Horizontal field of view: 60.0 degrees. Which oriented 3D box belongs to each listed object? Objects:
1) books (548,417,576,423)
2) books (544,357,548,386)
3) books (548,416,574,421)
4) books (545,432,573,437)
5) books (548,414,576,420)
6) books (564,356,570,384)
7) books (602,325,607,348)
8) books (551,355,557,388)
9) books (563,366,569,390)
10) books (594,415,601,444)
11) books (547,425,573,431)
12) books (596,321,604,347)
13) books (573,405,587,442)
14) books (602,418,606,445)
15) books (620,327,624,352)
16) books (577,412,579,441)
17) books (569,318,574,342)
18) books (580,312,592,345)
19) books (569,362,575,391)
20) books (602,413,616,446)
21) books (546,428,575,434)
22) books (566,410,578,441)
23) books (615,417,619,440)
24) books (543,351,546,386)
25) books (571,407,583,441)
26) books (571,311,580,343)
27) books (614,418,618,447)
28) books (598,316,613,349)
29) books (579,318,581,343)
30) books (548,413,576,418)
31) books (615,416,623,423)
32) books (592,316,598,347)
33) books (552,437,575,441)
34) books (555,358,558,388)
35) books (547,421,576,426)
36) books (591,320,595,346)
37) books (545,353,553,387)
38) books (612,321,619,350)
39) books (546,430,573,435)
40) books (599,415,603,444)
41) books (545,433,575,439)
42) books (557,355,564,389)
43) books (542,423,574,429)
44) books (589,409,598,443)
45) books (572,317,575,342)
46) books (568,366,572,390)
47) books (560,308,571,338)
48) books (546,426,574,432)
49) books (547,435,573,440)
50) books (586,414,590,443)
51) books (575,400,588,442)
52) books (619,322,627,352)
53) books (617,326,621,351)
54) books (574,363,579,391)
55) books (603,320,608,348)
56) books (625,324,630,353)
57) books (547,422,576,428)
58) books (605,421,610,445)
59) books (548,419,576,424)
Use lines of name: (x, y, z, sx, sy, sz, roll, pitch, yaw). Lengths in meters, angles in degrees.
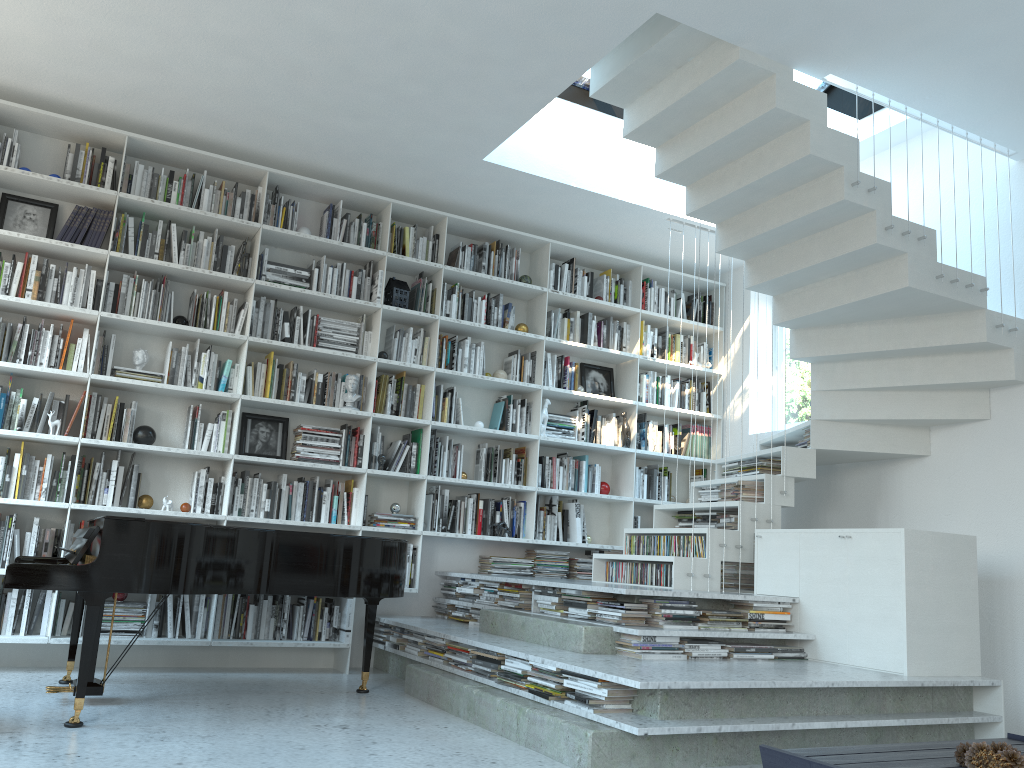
books: (0.317, 0.278, 6.671, 0.285, 0.012, 0.160, 9, -13, -25)
books: (0.218, -0.065, 6.664, 0.011, 0.247, 0.156, 9, -12, -27)
books: (0.318, 0.266, 6.673, 0.254, 0.012, 0.161, 9, -13, -25)
books: (0.310, 0.384, 6.645, 0.254, 0.012, 0.161, 8, -12, -23)
books: (0.319, 0.255, 6.676, 0.285, 0.012, 0.159, 10, -13, -28)
books: (0.382, -0.057, 6.745, 0.014, 0.284, 0.176, 9, -12, -27)
books: (0.679, -0.338, 6.941, 0.031, 0.217, 0.165, 9, -12, -27)
books: (0.285, -0.070, 6.714, 0.012, 0.284, 0.159, 9, -12, -27)
books: (0.372, -0.022, 6.722, 0.013, 0.206, 0.190, 9, -12, -27)
books: (0.627, 0.370, 6.817, 0.031, 0.242, 0.147, 9, -12, -27)
books: (0.310, 0.338, 6.663, 0.254, 0.012, 0.161, 9, -13, -27)
books: (0.651, -0.355, 6.921, 0.014, 0.239, 0.189, 9, -12, -27)
books: (0.510, 0.319, 6.743, 0.011, 0.299, 0.184, 9, -12, -27)
books: (0.673, 0.385, 6.858, 0.028, 0.234, 0.129, 9, -12, -27)
books: (0.828, -0.319, 7.033, 0.022, 0.233, 0.158, 9, -12, -27)
books: (0.459, 0.344, 6.751, 0.023, 0.246, 0.138, 9, -12, -27)
books: (0.415, -0.383, 6.819, 0.030, 0.224, 0.158, 9, -12, -27)
books: (0.533, -0.395, 6.828, 0.032, 0.265, 0.246, 9, -12, -27)
books: (0.424, -0.034, 6.768, 0.021, 0.253, 0.167, 9, -12, -27)
books: (0.733, 0.371, 6.857, 0.021, 0.270, 0.192, 9, -12, -27)
books: (0.310, 0.361, 6.654, 0.285, 0.012, 0.159, 10, -13, -28)
books: (0.452, 0.335, 6.728, 0.012, 0.253, 0.161, 9, -12, -27)
books: (0.780, 0.390, 6.898, 0.024, 0.254, 0.145, 9, -12, -27)
books: (0.204, -0.091, 6.671, 0.015, 0.300, 0.140, 9, -12, -27)
books: (0.487, 0.328, 6.759, 0.012, 0.284, 0.159, 9, -12, -27)
books: (0.466, -0.407, 6.843, 0.026, 0.287, 0.156, 9, -12, -27)
books: (0.758, 0.391, 6.870, 0.041, 0.238, 0.177, 9, -12, -27)
books: (0.727, -0.369, 6.966, 0.022, 0.294, 0.181, 9, -12, -27)
books: (0.483, -0.378, 6.858, 0.025, 0.238, 0.143, 9, -12, -27)
books: (0.320, 0.243, 6.678, 0.285, 0.012, 0.160, 9, -13, -25)
books: (0.841, 0.390, 6.949, 0.029, 0.283, 0.139, 9, -12, -27)
books: (0.614, -0.378, 6.932, 0.048, 0.282, 0.162, 9, -12, -27)
books: (0.308, 0.419, 6.638, 0.285, 0.012, 0.160, 8, -12, -23)
books: (0.304, -0.056, 6.734, 0.043, 0.268, 0.131, 9, -12, -27)
books: (0.316, 0.302, 6.667, 0.285, 0.012, 0.160, 9, -13, -25)
books: (0.576, -0.364, 6.878, 0.030, 0.229, 0.187, 9, -12, -27)
books: (0.251, -0.079, 6.690, 0.065, 0.288, 0.146, 9, -12, -27)
books: (0.773, -0.350, 6.989, 0.036, 0.271, 0.177, 9, -12, -27)
books: (0.308, 0.372, 6.651, 0.254, 0.012, 0.161, 9, -13, -25)
books: (0.647, 0.374, 6.847, 0.031, 0.249, 0.133, 9, -12, -27)
books: (0.310, 0.395, 6.641, 0.285, 0.012, 0.160, 8, -12, -22)
books: (0.340, -0.065, 6.727, 0.012, 0.287, 0.177, 9, -12, -27)
books: (0.318, 0.324, 6.656, 0.254, 0.012, 0.161, 8, -12, -22)
books: (0.582, 0.342, 6.790, 0.059, 0.281, 0.167, 9, -12, -27)
books: (0.433, -0.383, 6.845, 0.024, 0.235, 0.146, 9, -12, -27)
books: (0.398, -0.018, 6.753, 0.033, 0.212, 0.153, 9, -12, -27)
books: (0.400, -0.421, 6.817, 0.011, 0.295, 0.163, 9, -12, -27)
books: (0.314, 0.348, 6.651, 0.254, 0.012, 0.161, 11, -13, -31)
books: (0.308, 0.407, 6.641, 0.254, 0.012, 0.161, 10, -13, -30)
books: (0.532, 0.355, 6.757, 0.030, 0.236, 0.179, 9, -12, -27)
books: (0.521, 0.301, 6.750, 0.010, 0.338, 0.180, 9, -12, -27)
books: (0.852, -0.340, 7.045, 0.026, 0.283, 0.147, 9, -12, -27)
books: (0.798, -0.329, 7.008, 0.030, 0.240, 0.162, 9, -12, -27)
books: (0.449, -0.027, 6.769, 0.026, 0.243, 0.178, 9, -12, -27)
books: (0.700, -0.356, 6.965, 0.023, 0.263, 0.156, 9, -12, -27)
books: (0.878, -0.327, 7.054, 0.031, 0.264, 0.169, 9, -12, -27)
books: (0.316, 0.313, 6.662, 0.285, 0.012, 0.159, 10, -13, -29)
books: (0.699, 0.399, 6.862, 0.025, 0.212, 0.155, 9, -12, -27)
books: (0.320, 0.289, 6.663, 0.285, 0.012, 0.159, 11, -13, -31)
